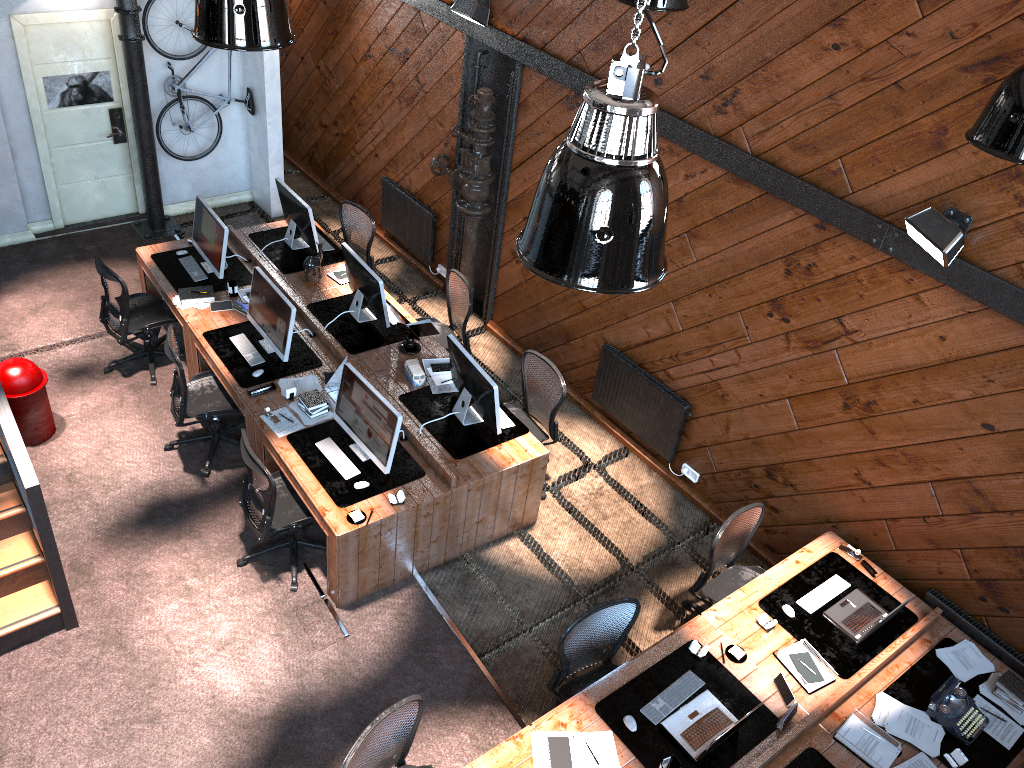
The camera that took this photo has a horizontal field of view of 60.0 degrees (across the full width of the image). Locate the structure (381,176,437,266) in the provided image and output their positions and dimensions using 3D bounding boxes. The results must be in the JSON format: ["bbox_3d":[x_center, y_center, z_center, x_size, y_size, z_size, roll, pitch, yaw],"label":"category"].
[{"bbox_3d":[-1.144,-1.792,9.780,0.073,0.628,1.064,-20,45,-33],"label":"structure"}]

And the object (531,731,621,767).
[{"bbox_3d":[0.340,1.959,4.662,0.467,0.017,0.304,3,37,-8],"label":"object"}]

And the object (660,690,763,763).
[{"bbox_3d":[1.070,1.776,4.774,0.380,0.288,0.320,-20,45,-33],"label":"object"}]

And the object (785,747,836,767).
[{"bbox_3d":[1.527,2.297,4.458,0.848,0.008,0.687,-21,45,-33],"label":"object"}]

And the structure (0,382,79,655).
[{"bbox_3d":[-4.733,-1.139,6.276,10.620,4.603,5.793,-20,45,-33],"label":"structure"}]

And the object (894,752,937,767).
[{"bbox_3d":[2.256,2.199,4.713,0.304,0.017,0.467,-10,41,-23],"label":"object"}]

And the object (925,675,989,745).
[{"bbox_3d":[2.578,1.877,5.103,0.322,0.116,0.290,-22,46,-34],"label":"object"}]

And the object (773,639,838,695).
[{"bbox_3d":[1.750,1.671,5.291,0.229,0.060,0.316,-14,42,-27],"label":"object"}]

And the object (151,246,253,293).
[{"bbox_3d":[-2.804,-1.050,8.059,0.687,0.008,0.848,-19,45,-32],"label":"object"}]

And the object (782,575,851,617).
[{"bbox_3d":[1.974,1.381,5.735,0.577,0.040,0.139,-18,44,-31],"label":"object"}]

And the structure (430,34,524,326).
[{"bbox_3d":[-0.375,-1.924,8.681,0.500,2.745,1.003,-16,43,-29],"label":"structure"}]

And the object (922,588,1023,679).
[{"bbox_3d":[3.030,1.880,5.716,0.073,0.628,1.064,-20,45,-33],"label":"object"}]

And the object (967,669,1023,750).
[{"bbox_3d":[2.887,1.871,5.193,0.478,0.098,0.319,-22,46,-34],"label":"object"}]

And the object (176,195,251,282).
[{"bbox_3d":[-2.750,-1.283,7.929,0.692,0.581,0.586,12,37,4],"label":"object"}]

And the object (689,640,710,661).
[{"bbox_3d":[1.112,1.575,5.277,0.106,0.063,0.082,27,41,23],"label":"object"}]

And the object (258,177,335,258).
[{"bbox_3d":[-2.006,-1.568,8.449,0.648,0.576,0.799,10,37,3],"label":"object"}]

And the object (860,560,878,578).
[{"bbox_3d":[2.414,1.246,5.998,0.022,0.042,0.134,-9,40,-22],"label":"object"}]

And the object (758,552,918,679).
[{"bbox_3d":[2.095,1.456,5.687,0.848,0.008,0.687,-21,45,-33],"label":"object"}]

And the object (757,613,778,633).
[{"bbox_3d":[1.584,1.476,5.514,0.082,0.063,0.106,-23,47,-35],"label":"object"}]

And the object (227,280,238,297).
[{"bbox_3d":[-2.440,-0.837,7.747,0.078,0.138,0.099,-8,40,-20],"label":"object"}]

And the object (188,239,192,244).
[{"bbox_3d":[-3.008,-1.365,8.390,0.082,0.063,0.106,19,38,14],"label":"object"}]

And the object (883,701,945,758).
[{"bbox_3d":[2.283,1.956,5.033,0.315,0.002,0.246,26,40,22],"label":"object"}]

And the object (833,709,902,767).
[{"bbox_3d":[1.980,1.986,4.917,0.229,0.060,0.316,-27,49,-38],"label":"object"}]

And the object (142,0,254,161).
[{"bbox_3d":[-3.275,-3.274,9.461,0.655,1.846,1.022,22,39,18],"label":"object"}]

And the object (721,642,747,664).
[{"bbox_3d":[1.335,1.611,5.314,0.154,0.026,0.158,8,37,-1],"label":"object"}]

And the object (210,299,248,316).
[{"bbox_3d":[-2.392,-0.664,7.562,0.347,0.083,0.129,6,37,-3],"label":"object"}]

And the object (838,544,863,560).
[{"bbox_3d":[2.337,1.143,6.103,0.054,0.064,0.159,-27,49,-38],"label":"object"}]

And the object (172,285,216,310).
[{"bbox_3d":[-2.739,-0.754,7.628,0.363,0.065,0.325,-2,38,-14],"label":"object"}]

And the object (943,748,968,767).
[{"bbox_3d":[2.440,2.064,4.885,0.106,0.063,0.082,-7,39,-20],"label":"object"}]

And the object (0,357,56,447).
[{"bbox_3d":[-3.839,0.116,6.956,0.414,0.707,0.414,10,37,3],"label":"object"}]

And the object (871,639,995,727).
[{"bbox_3d":[2.513,1.803,5.289,1.058,0.002,0.356,-22,46,-34],"label":"object"}]

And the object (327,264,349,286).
[{"bbox_3d":[-1.529,-1.032,8.243,0.316,0.060,0.229,-27,49,-38],"label":"object"}]

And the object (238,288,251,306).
[{"bbox_3d":[-2.189,-0.734,7.737,0.304,0.017,0.467,-14,42,-27],"label":"object"}]

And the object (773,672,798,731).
[{"bbox_3d":[1.567,1.810,5.047,0.129,0.083,0.347,12,37,5],"label":"object"}]

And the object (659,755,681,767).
[{"bbox_3d":[0.815,2.003,4.610,0.099,0.138,0.078,-11,41,-24],"label":"object"}]

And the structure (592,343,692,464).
[{"bbox_3d":[1.092,0.175,7.603,0.073,0.628,1.064,-20,45,-33],"label":"structure"}]

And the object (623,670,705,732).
[{"bbox_3d":[0.859,1.787,4.976,0.577,0.040,0.139,-21,46,-33],"label":"object"}]

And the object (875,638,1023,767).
[{"bbox_3d":[2.639,1.905,5.197,0.848,0.008,0.687,-21,45,-33],"label":"object"}]

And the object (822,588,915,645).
[{"bbox_3d":[2.234,1.387,5.566,0.390,0.283,0.323,-20,45,-33],"label":"object"}]

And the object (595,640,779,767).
[{"bbox_3d":[0.983,1.848,4.948,0.848,0.008,0.687,-21,45,-33],"label":"object"}]
